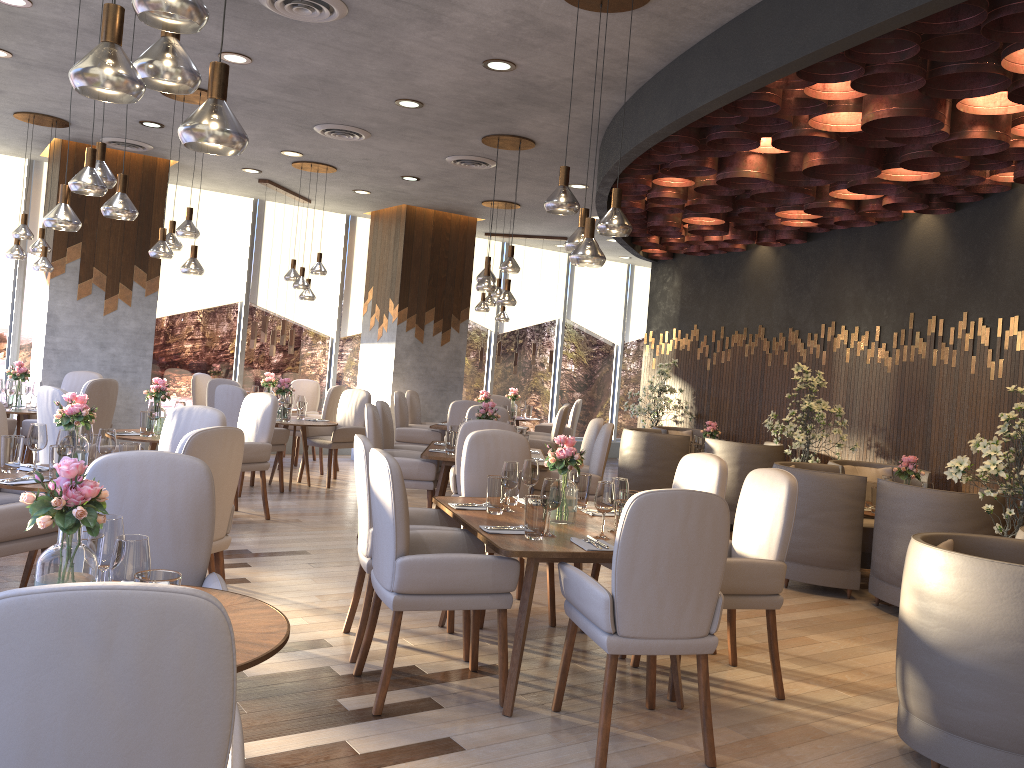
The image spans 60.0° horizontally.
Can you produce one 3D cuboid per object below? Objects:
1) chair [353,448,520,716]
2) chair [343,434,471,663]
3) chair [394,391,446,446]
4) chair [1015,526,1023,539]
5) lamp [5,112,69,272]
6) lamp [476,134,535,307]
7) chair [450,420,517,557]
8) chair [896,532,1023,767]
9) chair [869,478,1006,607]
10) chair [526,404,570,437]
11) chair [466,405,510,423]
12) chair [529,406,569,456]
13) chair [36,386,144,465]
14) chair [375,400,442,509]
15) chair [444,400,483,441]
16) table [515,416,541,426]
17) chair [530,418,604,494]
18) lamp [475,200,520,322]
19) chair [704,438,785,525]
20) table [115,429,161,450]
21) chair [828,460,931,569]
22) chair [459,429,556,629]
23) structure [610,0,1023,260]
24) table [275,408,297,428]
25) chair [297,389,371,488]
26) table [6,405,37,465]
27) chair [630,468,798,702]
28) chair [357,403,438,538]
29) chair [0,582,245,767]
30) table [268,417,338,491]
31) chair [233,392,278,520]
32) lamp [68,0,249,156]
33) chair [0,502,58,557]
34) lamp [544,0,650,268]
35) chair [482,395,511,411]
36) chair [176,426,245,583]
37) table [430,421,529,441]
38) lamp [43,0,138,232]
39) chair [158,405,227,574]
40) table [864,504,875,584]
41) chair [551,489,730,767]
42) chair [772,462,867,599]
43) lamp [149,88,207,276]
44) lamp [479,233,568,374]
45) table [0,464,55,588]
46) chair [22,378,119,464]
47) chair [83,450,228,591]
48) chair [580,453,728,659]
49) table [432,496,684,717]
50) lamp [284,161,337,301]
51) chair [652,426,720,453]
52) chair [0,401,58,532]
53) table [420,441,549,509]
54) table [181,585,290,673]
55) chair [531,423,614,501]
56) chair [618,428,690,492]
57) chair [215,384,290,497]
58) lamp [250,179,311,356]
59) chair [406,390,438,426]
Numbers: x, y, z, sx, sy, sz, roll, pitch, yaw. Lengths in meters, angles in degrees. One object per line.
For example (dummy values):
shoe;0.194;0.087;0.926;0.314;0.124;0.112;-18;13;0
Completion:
chair;-0.325;0.783;3.703;0.599;1.000;0.528;5;0;-20
chair;-0.491;0.758;4.243;0.599;1.000;0.528;5;0;-15
chair;-1.033;0.598;9.791;0.600;1.000;0.528;5;0;4
chair;2.551;1.093;3.904;0.774;0.838;0.595;5;0;6
lamp;-4.166;-1.655;7.748;0.440;1.327;0.439;4;-1;23
lamp;-0.082;-1.310;7.207;0.439;1.327;0.440;5;-1;-29
chair;-0.188;0.739;6.343;0.528;1.000;0.599;5;0;2
chair;1.794;1.042;3.386;0.596;0.838;0.773;5;0;16
chair;2.744;1.073;5.619;0.774;0.838;0.595;5;0;1
chair;0.327;0.700;10.199;0.600;1.000;0.528;5;0;2
chair;-0.240;0.700;8.011;0.528;1.000;0.600;5;0;-4
chair;0.280;0.708;9.632;0.600;1.000;0.528;5;0;9
chair;-2.935;0.520;6.088;0.529;1.000;0.599;4;0;36
chair;-0.880;0.659;7.451;0.600;1.000;0.528;5;0;2
chair;-0.427;0.660;9.167;0.528;1.000;0.599;5;0;9
table;-0.043;0.793;12.325;0.833;0.662;0.835;4;1;-43
chair;0.431;0.766;7.462;0.599;1.000;0.528;5;0;-5
lamp;-0.178;-1.378;10.051;0.440;1.327;0.439;4;-1;41
chair;2.265;0.974;8.484;0.773;0.838;0.596;5;0;-19
table;-2.587;0.707;6.546;0.834;0.662;0.833;5;0;15
chair;2.772;1.047;6.947;0.774;0.838;0.595;5;0;-4
chair;-0.034;0.780;4.971;0.528;1.000;0.600;5;0;-20
structure;2.186;-1.641;6.322;2.754;0.557;9.455;5;1;-4
table;-2.859;0.607;10.267;0.833;0.662;0.834;5;0;-14
chair;-1.832;0.543;9.276;0.529;1.000;0.599;4;0;33
table;-4.329;0.540;7.710;0.835;0.662;0.833;5;1;42
chair;0.947;0.878;4.098;0.599;1.000;0.528;5;0;-15
chair;-0.878;0.671;6.885;0.599;1.000;0.528;5;0;-3
chair;-0.768;0.790;1.616;0.528;1.000;0.600;5;0;-21
table;-2.173;0.694;8.775;0.835;0.662;0.833;5;1;30
chair;-2.222;0.559;7.002;0.529;1.000;0.599;4;0;37
lamp;-0.827;-1.267;2.215;0.439;1.327;0.440;5;-1;-35
chair;-2.349;0.615;3.848;0.528;1.000;0.599;5;0;18
lamp;0.393;-1.209;4.213;0.439;1.327;0.439;5;0;5
chair;-0.265;0.639;10.814;0.528;1.000;0.599;5;0;4
chair;-1.626;0.668;4.139;0.600;1.000;0.527;5;0;22
table;-0.364;0.814;10.002;0.965;0.666;1.307;5;1;6
lamp;-2.033;-1.410;4.393;0.439;1.327;0.440;5;-1;-41
chair;-1.957;0.624;4.940;0.528;1.000;0.599;5;0;19
table;2.751;1.198;6.289;0.834;0.562;0.833;5;1;8
chair;0.492;0.856;3.384;0.528;1.000;0.600;5;0;-15
chair;2.116;1.007;6.305;0.595;0.838;0.774;5;0;6
lamp;-2.437;-1.489;6.573;0.439;1.327;0.440;5;-1;-32
lamp;0.120;-1.099;12.308;1.161;1.932;0.118;5;-1;11
table;-2.202;0.784;4.375;0.833;0.662;0.835;4;1;-35
chair;-3.719;0.427;7.490;0.600;1.000;0.528;5;0;13
chair;-1.152;0.736;2.711;0.528;1.000;0.600;5;0;-20
chair;0.760;0.852;4.636;0.599;1.000;0.528;5;0;-22
table;0.198;0.982;4.176;0.964;0.666;1.308;4;1;-18
lamp;-2.020;-1.502;8.813;0.439;1.327;0.440;5;-1;-27
chair;1.818;0.910;9.790;0.773;0.838;0.596;5;0;-24
chair;-2.689;0.571;4.598;0.600;1.000;0.527;5;0;22
table;-0.236;0.883;7.179;0.964;0.666;1.307;5;1;-1
table;-1.002;0.927;2.182;0.833;0.662;0.835;4;1;-32
chair;0.455;0.780;6.893;0.600;1.000;0.528;5;0;2
chair;1.374;0.891;8.974;0.595;0.838;0.774;5;0;-14
chair;-2.473;0.511;8.310;0.529;1.000;0.599;4;0;32
lamp;-2.700;-1.286;10.283;0.118;1.932;1.160;5;0;11
chair;-0.964;0.591;10.352;0.600;1.000;0.528;5;0;9
